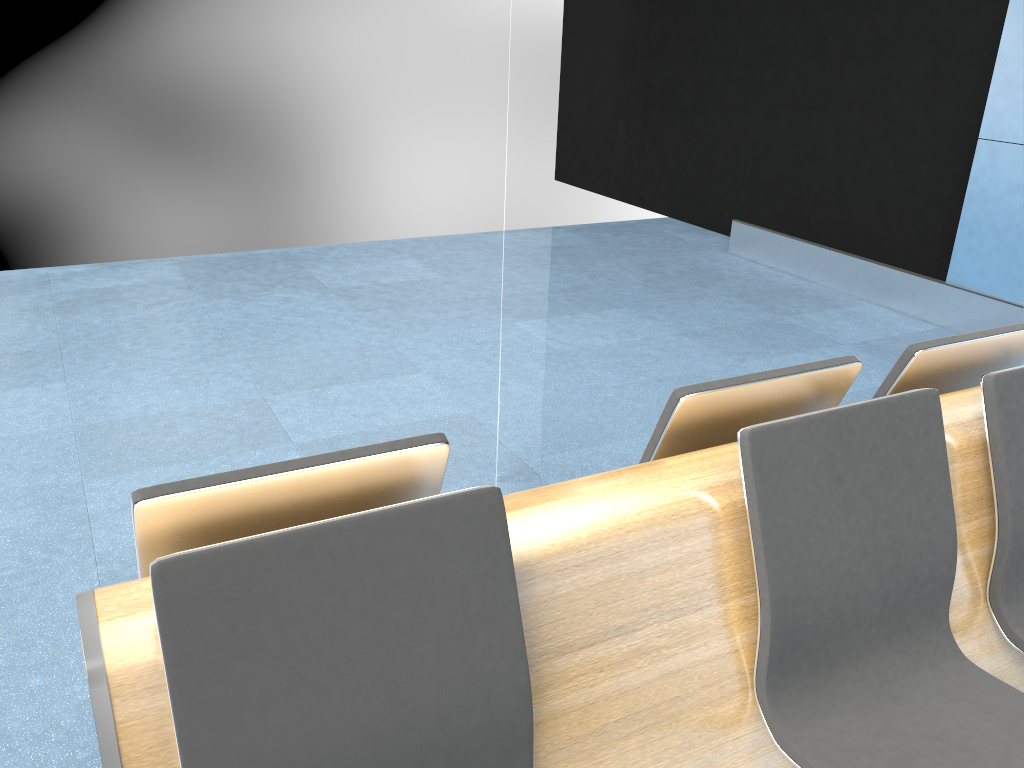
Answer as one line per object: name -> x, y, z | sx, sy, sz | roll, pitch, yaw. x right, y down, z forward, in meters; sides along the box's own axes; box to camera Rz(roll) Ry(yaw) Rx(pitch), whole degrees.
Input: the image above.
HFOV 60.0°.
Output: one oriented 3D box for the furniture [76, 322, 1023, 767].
furniture -> 0.418, 0.443, 1.814 | 2.281, 0.896, 1.301 | -10, 25, -26
